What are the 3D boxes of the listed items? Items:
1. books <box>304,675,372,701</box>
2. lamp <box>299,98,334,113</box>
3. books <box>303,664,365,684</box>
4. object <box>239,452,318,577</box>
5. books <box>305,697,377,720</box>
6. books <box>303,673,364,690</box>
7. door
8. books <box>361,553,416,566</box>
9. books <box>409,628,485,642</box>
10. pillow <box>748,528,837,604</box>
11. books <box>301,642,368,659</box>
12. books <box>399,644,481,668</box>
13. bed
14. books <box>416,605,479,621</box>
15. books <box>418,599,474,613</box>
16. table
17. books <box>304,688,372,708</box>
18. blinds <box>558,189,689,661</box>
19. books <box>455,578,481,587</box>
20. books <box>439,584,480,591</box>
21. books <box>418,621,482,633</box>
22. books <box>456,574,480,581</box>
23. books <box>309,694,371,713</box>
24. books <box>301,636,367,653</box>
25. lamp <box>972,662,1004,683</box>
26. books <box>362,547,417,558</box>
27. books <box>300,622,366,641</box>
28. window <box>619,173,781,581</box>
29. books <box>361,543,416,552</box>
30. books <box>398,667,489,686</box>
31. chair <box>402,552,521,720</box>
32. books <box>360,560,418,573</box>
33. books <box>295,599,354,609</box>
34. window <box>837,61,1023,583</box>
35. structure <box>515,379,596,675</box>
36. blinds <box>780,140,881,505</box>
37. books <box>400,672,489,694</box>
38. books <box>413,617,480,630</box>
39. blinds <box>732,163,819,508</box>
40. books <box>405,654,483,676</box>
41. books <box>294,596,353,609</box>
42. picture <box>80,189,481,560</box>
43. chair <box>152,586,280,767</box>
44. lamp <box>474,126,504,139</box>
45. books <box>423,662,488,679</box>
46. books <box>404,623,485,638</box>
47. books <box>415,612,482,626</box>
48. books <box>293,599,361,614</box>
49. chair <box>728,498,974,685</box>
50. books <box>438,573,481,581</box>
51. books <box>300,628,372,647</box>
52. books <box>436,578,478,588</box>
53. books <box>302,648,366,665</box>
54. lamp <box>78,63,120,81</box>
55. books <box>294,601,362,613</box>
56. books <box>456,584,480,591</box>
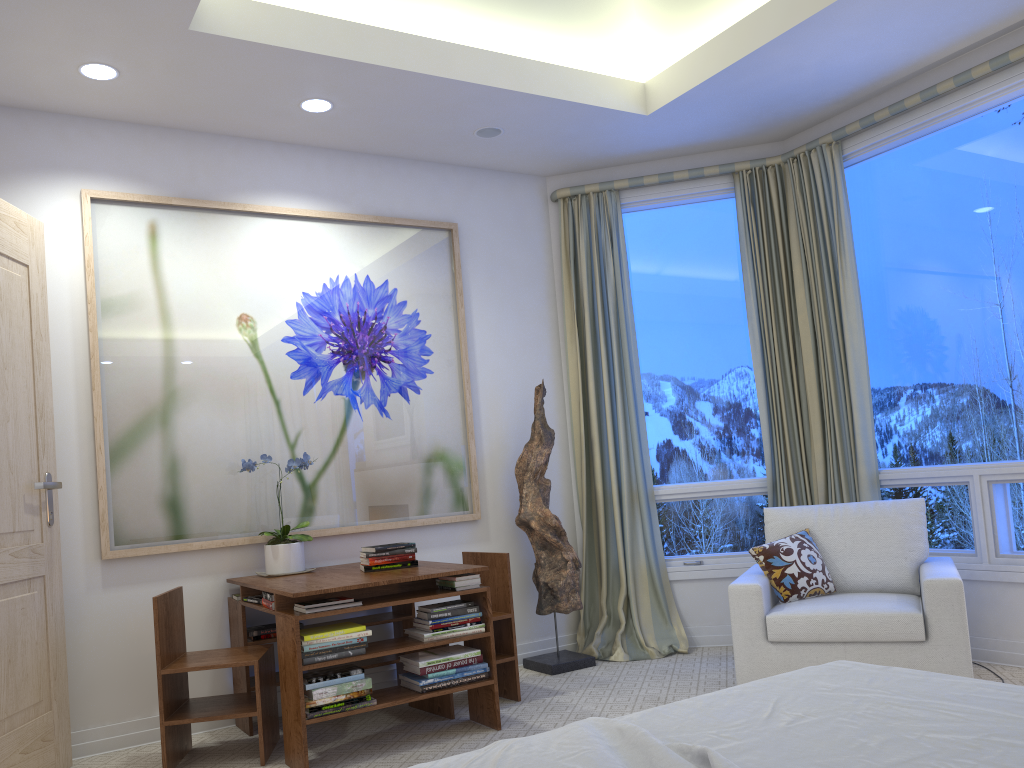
[{"bbox_3d":[-0.602,1.030,3.022,0.208,0.035,0.145,-1,-7,-31],"label":"books"},{"bbox_3d":[-0.799,-1.132,3.622,0.137,0.014,0.137,-8,-7,30],"label":"lamp"},{"bbox_3d":[-0.617,0.989,3.019,0.198,0.017,0.114,-1,-7,-31],"label":"books"},{"bbox_3d":[-0.968,0.537,3.672,0.305,0.503,0.217,-2,-4,-32],"label":"object"},{"bbox_3d":[-0.607,1.097,3.025,0.242,0.019,0.169,-1,-7,-31],"label":"books"},{"bbox_3d":[-0.621,1.005,3.017,0.205,0.018,0.119,-1,-7,-31],"label":"books"},{"bbox_3d":[-1.598,0.271,2.381,0.360,2.049,1.791,-4,-5,-15],"label":"door"},{"bbox_3d":[-0.496,0.694,3.525,0.190,0.031,0.132,-2,-7,-26],"label":"books"},{"bbox_3d":[-0.244,0.922,3.289,0.239,0.017,0.173,-2,-7,-26],"label":"books"},{"bbox_3d":[1.122,0.723,3.537,0.284,0.271,0.188,-3,-5,-22],"label":"pillow"},{"bbox_3d":[-0.630,0.904,3.036,0.234,0.019,0.144,-1,-7,-31],"label":"books"},{"bbox_3d":[-0.267,1.002,3.267,0.249,0.022,0.180,-1,-7,-31],"label":"books"},{"bbox_3d":[0.240,0.552,0.605,2.018,0.812,1.978,-1,-7,-32],"label":"bed"},{"bbox_3d":[-0.240,0.847,3.298,0.205,0.026,0.125,-2,-7,-26],"label":"books"},{"bbox_3d":[-0.247,0.827,3.294,0.177,0.017,0.113,-1,-7,-31],"label":"books"},{"bbox_3d":[-0.610,1.039,3.459,0.739,0.598,0.905,-2,-6,-31],"label":"table"},{"bbox_3d":[-0.611,1.057,3.015,0.233,0.022,0.142,-1,-7,-31],"label":"books"},{"bbox_3d":[0.459,0.167,4.454,0.643,2.367,0.295,-5,-3,10],"label":"blinds"},{"bbox_3d":[-0.202,0.740,3.318,0.108,0.020,0.151,-1,-7,-31],"label":"books"},{"bbox_3d":[-0.197,0.757,3.312,0.103,0.013,0.143,-1,-7,-31],"label":"books"},{"bbox_3d":[-0.236,0.895,3.288,0.205,0.011,0.149,-1,-7,-31],"label":"books"},{"bbox_3d":[-0.198,0.722,3.316,0.100,0.012,0.140,-1,-7,-31],"label":"books"},{"bbox_3d":[-0.612,1.078,3.020,0.217,0.021,0.157,-1,-7,-31],"label":"books"},{"bbox_3d":[-0.632,0.886,3.045,0.222,0.020,0.155,-1,-7,-31],"label":"books"},{"bbox_3d":[1.765,0.551,3.559,0.276,1.201,1.536,-4,-5,-19],"label":"lamp"},{"bbox_3d":[-0.493,0.670,3.529,0.205,0.020,0.125,-2,-7,-21],"label":"books"},{"bbox_3d":[-0.635,0.851,3.050,0.217,0.019,0.157,-1,-7,-31],"label":"books"},{"bbox_3d":[2.451,-0.424,2.029,0.813,2.019,6.878,-3,-6,-32],"label":"window"},{"bbox_3d":[-0.493,0.651,3.530,0.180,0.018,0.126,0,-8,-36],"label":"books"},{"bbox_3d":[-0.251,1.064,3.264,0.284,0.018,0.182,-1,-7,-31],"label":"books"},{"bbox_3d":[-0.223,1.029,3.705,0.340,0.608,0.341,-2,-5,-37],"label":"chair"},{"bbox_3d":[-0.493,0.723,3.534,0.212,0.027,0.155,-3,-6,-17],"label":"books"},{"bbox_3d":[-0.648,0.753,3.053,0.174,0.008,0.112,-1,-7,-31],"label":"books"},{"bbox_3d":[1.999,-0.208,3.676,0.205,2.020,1.520,-3,-5,-32],"label":"window"},{"bbox_3d":[0.165,0.668,4.285,0.305,1.389,0.265,-3,-4,-31],"label":"structure"},{"bbox_3d":[1.465,0.056,4.152,0.266,2.361,0.527,-2,-4,-39],"label":"blinds"},{"bbox_3d":[-0.253,1.088,3.276,0.276,0.032,0.193,-1,-7,-31],"label":"books"},{"bbox_3d":[-0.244,0.882,3.287,0.209,0.015,0.146,-1,-7,-31],"label":"books"},{"bbox_3d":[1.329,0.080,4.287,0.525,2.364,0.270,-5,-3,12],"label":"blinds"},{"bbox_3d":[-0.256,1.027,3.271,0.256,0.033,0.156,-1,-7,-31],"label":"books"},{"bbox_3d":[-0.648,0.753,3.052,0.177,0.009,0.113,-1,-7,-31],"label":"books"},{"bbox_3d":[-0.932,-0.056,3.905,1.679,1.456,0.030,-2,-4,-32],"label":"picture"},{"bbox_3d":[-1.063,1.045,3.218,0.340,0.608,0.341,-4,-4,-7],"label":"chair"},{"bbox_3d":[-0.105,-1.143,4.046,0.137,0.014,0.137,-8,-7,30],"label":"lamp"},{"bbox_3d":[-0.230,1.048,3.276,0.234,0.018,0.170,-2,-7,-26],"label":"books"},{"bbox_3d":[-0.252,0.908,3.292,0.249,0.015,0.180,-1,-7,-31],"label":"books"},{"bbox_3d":[-0.239,0.867,3.296,0.217,0.016,0.138,-1,-7,-31],"label":"books"},{"bbox_3d":[-0.634,0.764,3.053,0.201,0.015,0.140,-1,-7,-31],"label":"books"},{"bbox_3d":[1.313,0.830,3.475,0.808,0.704,0.689,-7,-5,23],"label":"chair"},{"bbox_3d":[-0.198,0.721,3.315,0.103,0.013,0.143,-1,-7,-31],"label":"books"},{"bbox_3d":[-0.626,0.869,3.062,0.239,0.019,0.173,-2,-7,-26],"label":"books"},{"bbox_3d":[-0.201,0.740,3.318,0.111,0.022,0.154,-1,-7,-31],"label":"books"},{"bbox_3d":[-0.633,0.924,3.034,0.217,0.020,0.157,-1,-7,-31],"label":"books"},{"bbox_3d":[-1.492,-1.121,3.198,0.137,0.014,0.137,-8,-7,30],"label":"lamp"},{"bbox_3d":[-0.633,0.764,3.053,0.201,0.014,0.137,-1,-7,-31],"label":"books"},{"bbox_3d":[-0.197,0.757,3.313,0.101,0.012,0.141,-1,-7,-31],"label":"books"}]
